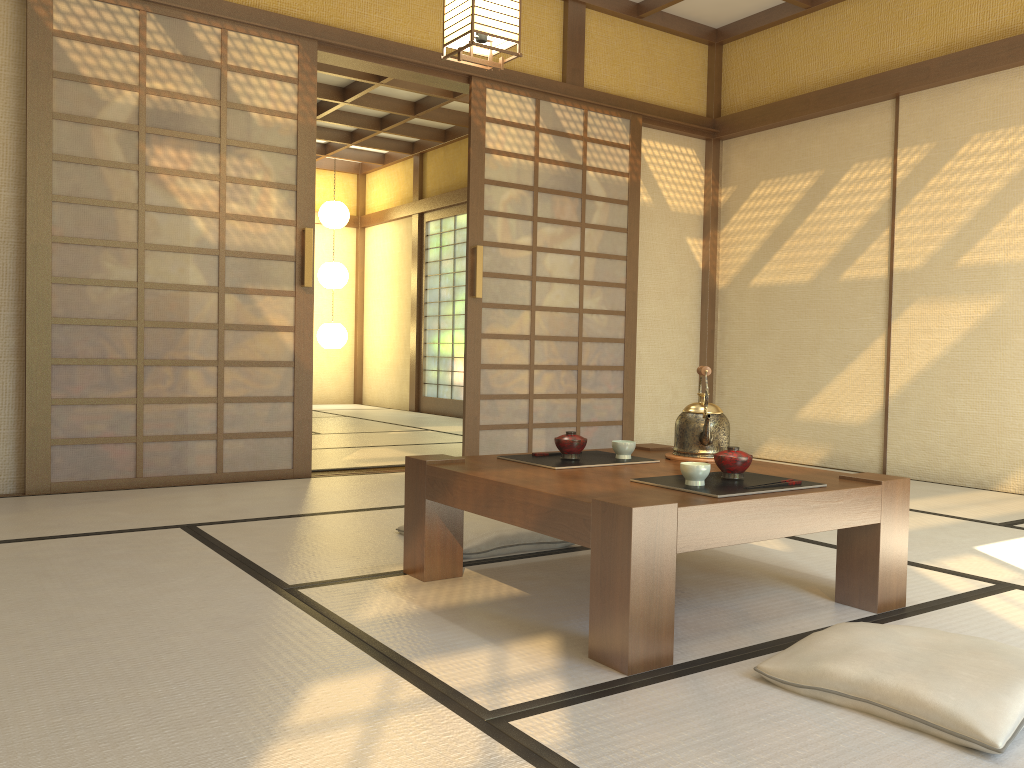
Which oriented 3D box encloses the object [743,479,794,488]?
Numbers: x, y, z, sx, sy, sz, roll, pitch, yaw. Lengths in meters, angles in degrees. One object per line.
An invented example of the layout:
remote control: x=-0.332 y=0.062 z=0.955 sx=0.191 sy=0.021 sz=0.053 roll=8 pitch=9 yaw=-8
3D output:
object: x=0.639 y=0.248 z=2.208 sx=0.200 sy=0.008 sz=0.008 roll=0 pitch=2 yaw=-38

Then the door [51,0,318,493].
door: x=-1.553 y=-0.643 z=4.288 sx=1.230 sy=2.265 sz=0.076 roll=0 pitch=2 yaw=-34

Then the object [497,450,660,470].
object: x=0.202 y=0.230 z=2.711 sx=0.400 sy=0.007 sz=0.300 roll=0 pitch=2 yaw=-34

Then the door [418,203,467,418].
door: x=-0.199 y=-0.739 z=8.813 sx=0.140 sy=2.230 sz=2.890 roll=0 pitch=2 yaw=-34

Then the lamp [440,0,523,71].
lamp: x=-0.109 y=-1.801 z=3.428 sx=0.240 sy=1.129 sz=0.240 roll=0 pitch=2 yaw=-34

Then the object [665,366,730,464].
object: x=0.600 y=0.091 z=2.798 sx=0.219 sy=0.296 sz=0.226 roll=0 pitch=2 yaw=-40

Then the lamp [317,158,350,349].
lamp: x=-2.109 y=-1.564 z=10.485 sx=0.363 sy=2.297 sz=0.363 roll=0 pitch=2 yaw=-22

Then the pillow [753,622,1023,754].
pillow: x=0.835 y=0.581 z=1.802 sx=0.496 sy=0.107 sz=0.486 roll=0 pitch=2 yaw=-41

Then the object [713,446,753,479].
object: x=0.576 y=0.204 z=2.313 sx=0.100 sy=0.080 sz=0.100 roll=0 pitch=2 yaw=-34

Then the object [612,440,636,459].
object: x=0.344 y=0.203 z=2.732 sx=0.074 sy=0.052 sz=0.073 roll=2 pitch=2 yaw=9

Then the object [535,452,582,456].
object: x=0.150 y=0.218 z=2.801 sx=0.200 sy=0.008 sz=0.008 roll=0 pitch=2 yaw=-41

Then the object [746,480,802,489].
object: x=0.649 y=0.249 z=2.193 sx=0.200 sy=0.008 sz=0.008 roll=0 pitch=2 yaw=-34

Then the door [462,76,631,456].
door: x=0.232 y=-0.645 z=5.513 sx=1.230 sy=2.265 sz=0.076 roll=0 pitch=2 yaw=-34

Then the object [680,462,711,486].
object: x=0.452 y=0.223 z=2.192 sx=0.074 sy=0.052 sz=0.073 roll=2 pitch=2 yaw=9

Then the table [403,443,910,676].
table: x=0.373 y=0.408 z=2.518 sx=1.000 sy=0.350 sz=1.000 roll=0 pitch=2 yaw=-34

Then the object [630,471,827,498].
object: x=0.551 y=0.252 z=2.264 sx=0.400 sy=0.007 sz=0.300 roll=0 pitch=2 yaw=-34

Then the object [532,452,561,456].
object: x=0.145 y=0.218 z=2.813 sx=0.200 sy=0.008 sz=0.008 roll=0 pitch=2 yaw=-36

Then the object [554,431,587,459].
object: x=0.177 y=0.184 z=2.677 sx=0.100 sy=0.080 sz=0.100 roll=0 pitch=2 yaw=-34

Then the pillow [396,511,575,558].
pillow: x=-0.091 y=0.517 z=3.152 sx=0.486 sy=0.107 sz=0.496 roll=0 pitch=2 yaw=-31
